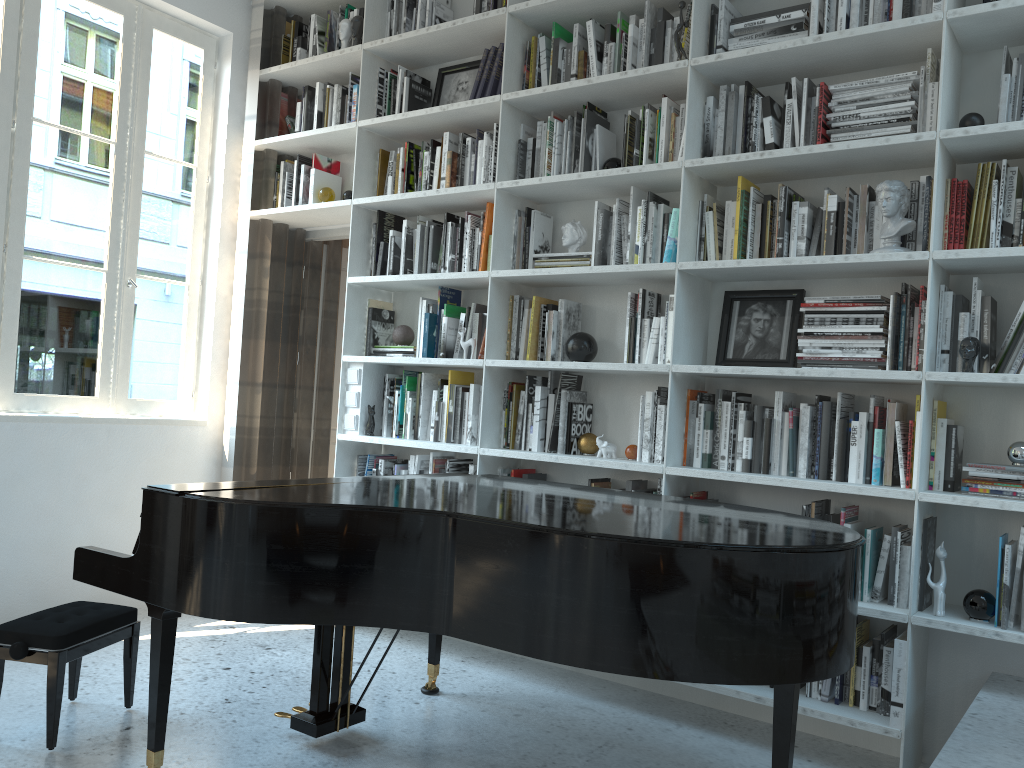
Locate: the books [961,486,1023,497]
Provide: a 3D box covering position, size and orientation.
[{"bbox_3d":[1.530,0.328,2.671,0.285,0.012,0.159,2,-2,40],"label":"books"}]

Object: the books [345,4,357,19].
[{"bbox_3d":[-0.810,-1.756,4.521,0.029,0.314,0.129,3,-1,35],"label":"books"}]

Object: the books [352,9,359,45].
[{"bbox_3d":[-0.729,-1.722,4.452,0.021,0.253,0.179,3,-1,35],"label":"books"}]

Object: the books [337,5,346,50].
[{"bbox_3d":[-0.834,-1.752,4.525,0.014,0.304,0.145,3,-1,35],"label":"books"}]

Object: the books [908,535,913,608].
[{"bbox_3d":[1.298,0.594,2.833,0.025,0.228,0.133,3,-1,35],"label":"books"}]

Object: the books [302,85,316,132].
[{"bbox_3d":[-1.006,-1.382,4.612,0.023,0.282,0.186,3,-1,35],"label":"books"}]

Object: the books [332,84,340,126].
[{"bbox_3d":[-0.840,-1.363,4.499,0.025,0.261,0.167,3,-1,35],"label":"books"}]

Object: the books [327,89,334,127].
[{"bbox_3d":[-0.868,-1.356,4.520,0.021,0.244,0.174,3,-1,35],"label":"books"}]

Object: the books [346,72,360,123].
[{"bbox_3d":[-0.752,-1.380,4.439,0.012,0.303,0.189,3,-1,35],"label":"books"}]

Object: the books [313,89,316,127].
[{"bbox_3d":[-0.972,-1.383,4.615,0.028,0.288,0.132,3,-1,35],"label":"books"}]

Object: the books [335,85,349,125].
[{"bbox_3d":[-0.818,-1.357,4.482,0.030,0.251,0.166,3,-1,35],"label":"books"}]

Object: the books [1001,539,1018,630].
[{"bbox_3d":[1.477,0.592,2.633,0.014,0.246,0.176,3,-1,35],"label":"books"}]

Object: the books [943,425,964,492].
[{"bbox_3d":[1.413,0.237,2.835,0.030,0.210,0.136,3,-1,35],"label":"books"}]

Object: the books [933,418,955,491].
[{"bbox_3d":[1.389,0.227,2.850,0.027,0.229,0.141,3,-1,35],"label":"books"}]

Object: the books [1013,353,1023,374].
[{"bbox_3d":[1.599,-0.134,2.713,0.094,0.238,0.149,3,-1,35],"label":"books"}]

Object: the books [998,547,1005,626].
[{"bbox_3d":[1.476,0.601,2.655,0.012,0.229,0.129,3,-1,35],"label":"books"}]

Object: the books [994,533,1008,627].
[{"bbox_3d":[1.465,0.583,2.653,0.005,0.264,0.162,3,-1,35],"label":"books"}]

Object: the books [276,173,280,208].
[{"bbox_3d":[-1.190,-0.993,4.731,0.013,0.222,0.162,3,-1,35],"label":"books"}]

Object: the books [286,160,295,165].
[{"bbox_3d":[-1.163,-1.031,4.742,0.013,0.303,0.135,3,-1,35],"label":"books"}]

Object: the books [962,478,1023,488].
[{"bbox_3d":[1.528,0.303,2.668,0.285,0.012,0.159,3,-2,38],"label":"books"}]

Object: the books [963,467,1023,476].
[{"bbox_3d":[1.532,0.267,2.670,0.285,0.012,0.159,3,-2,39],"label":"books"}]

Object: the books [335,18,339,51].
[{"bbox_3d":[-0.845,-1.729,4.549,0.030,0.257,0.130,3,-1,35],"label":"books"}]

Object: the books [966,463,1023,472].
[{"bbox_3d":[1.528,0.255,2.665,0.254,0.012,0.161,2,-2,44],"label":"books"}]

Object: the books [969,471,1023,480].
[{"bbox_3d":[1.525,0.279,2.663,0.254,0.012,0.161,3,-2,35],"label":"books"}]

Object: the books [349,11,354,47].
[{"bbox_3d":[-0.754,-1.718,4.458,0.025,0.243,0.167,3,-1,35],"label":"books"}]

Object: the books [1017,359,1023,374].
[{"bbox_3d":[1.607,-0.120,2.718,0.090,0.215,0.139,3,-1,35],"label":"books"}]

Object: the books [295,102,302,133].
[{"bbox_3d":[-1.069,-1.352,4.675,0.034,0.218,0.166,3,-1,35],"label":"books"}]

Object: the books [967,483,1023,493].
[{"bbox_3d":[1.529,0.316,2.669,0.254,0.012,0.161,2,-2,41],"label":"books"}]

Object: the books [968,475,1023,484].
[{"bbox_3d":[1.531,0.292,2.671,0.254,0.012,0.161,2,-2,40],"label":"books"}]

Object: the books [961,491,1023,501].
[{"bbox_3d":[1.526,0.339,2.668,0.285,0.012,0.159,3,-2,38],"label":"books"}]

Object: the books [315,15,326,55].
[{"bbox_3d":[-0.932,-1.736,4.570,0.057,0.262,0.191,3,-1,35],"label":"books"}]

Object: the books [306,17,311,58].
[{"bbox_3d":[-1.008,-1.749,4.645,0.010,0.281,0.160,3,-1,35],"label":"books"}]

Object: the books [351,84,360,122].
[{"bbox_3d":[-0.716,-1.342,4.403,0.029,0.229,0.191,3,-1,35],"label":"books"}]

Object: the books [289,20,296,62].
[{"bbox_3d":[-1.110,-1.756,4.709,0.014,0.286,0.175,3,-1,35],"label":"books"}]

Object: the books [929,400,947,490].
[{"bbox_3d":[1.375,0.198,2.862,0.012,0.285,0.159,3,-1,35],"label":"books"}]

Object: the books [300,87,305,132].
[{"bbox_3d":[-1.047,-1.390,4.664,0.011,0.296,0.162,3,-1,35],"label":"books"}]

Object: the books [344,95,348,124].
[{"bbox_3d":[-0.785,-1.336,4.480,0.028,0.212,0.138,3,-1,35],"label":"books"}]

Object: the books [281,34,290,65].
[{"bbox_3d":[-1.163,-1.725,4.742,0.014,0.219,0.188,3,-1,35],"label":"books"}]

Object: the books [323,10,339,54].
[{"bbox_3d":[-0.884,-1.744,4.555,0.039,0.282,0.181,3,-1,35],"label":"books"}]

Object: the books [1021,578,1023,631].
[{"bbox_3d":[1.523,0.617,2.620,0.013,0.202,0.139,3,-1,35],"label":"books"}]

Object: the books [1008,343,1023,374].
[{"bbox_3d":[1.586,-0.120,2.723,0.090,0.212,0.143,3,-1,35],"label":"books"}]

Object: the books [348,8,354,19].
[{"bbox_3d":[-0.777,-1.735,4.492,0.013,0.275,0.158,3,-1,35],"label":"books"}]

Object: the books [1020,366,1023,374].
[{"bbox_3d":[1.610,-0.114,2.702,0.091,0.205,0.169,3,-1,35],"label":"books"}]

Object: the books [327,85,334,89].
[{"bbox_3d":[-0.890,-1.369,4.537,0.013,0.268,0.162,3,-1,35],"label":"books"}]

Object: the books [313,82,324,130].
[{"bbox_3d":[-0.940,-1.381,4.559,0.021,0.286,0.179,3,-1,35],"label":"books"}]

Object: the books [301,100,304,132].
[{"bbox_3d":[-1.024,-1.355,4.628,0.022,0.228,0.171,3,-1,35],"label":"books"}]

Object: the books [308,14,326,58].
[{"bbox_3d":[-0.973,-1.748,4.619,0.028,0.283,0.189,3,-1,35],"label":"books"}]

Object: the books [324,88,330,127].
[{"bbox_3d":[-0.881,-1.359,4.529,0.012,0.249,0.192,3,-1,35],"label":"books"}]

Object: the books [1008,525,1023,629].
[{"bbox_3d":[1.509,0.567,2.635,0.032,0.300,0.149,3,-1,35],"label":"books"}]

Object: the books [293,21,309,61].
[{"bbox_3d":[-1.076,-1.746,4.681,0.025,0.269,0.177,3,-1,35],"label":"books"}]

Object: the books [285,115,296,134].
[{"bbox_3d":[-1.128,-1.334,4.728,0.121,0.176,0.129,3,-1,35],"label":"books"}]

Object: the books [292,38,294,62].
[{"bbox_3d":[-1.095,-1.710,4.699,0.024,0.195,0.167,3,-1,35],"label":"books"}]

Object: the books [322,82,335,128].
[{"bbox_3d":[-0.905,-1.381,4.559,0.037,0.292,0.155,3,-1,35],"label":"books"}]

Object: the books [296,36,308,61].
[{"bbox_3d":[-1.056,-1.704,4.666,0.028,0.186,0.182,3,-1,35],"label":"books"}]

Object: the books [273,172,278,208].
[{"bbox_3d":[-1.201,-0.997,4.738,0.013,0.228,0.179,3,-1,35],"label":"books"}]

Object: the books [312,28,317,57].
[{"bbox_3d":[-0.958,-1.709,4.594,0.030,0.206,0.175,3,-1,35],"label":"books"}]

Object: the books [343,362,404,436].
[{"bbox_3d":[-0.662,0.075,4.254,0.106,0.340,0.307,3,-1,35],"label":"books"}]

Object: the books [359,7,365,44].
[{"bbox_3d":[-0.711,-1.724,4.435,0.027,0.259,0.147,3,-1,35],"label":"books"}]

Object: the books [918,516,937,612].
[{"bbox_3d":[1.318,0.567,2.811,0.012,0.285,0.159,3,-1,35],"label":"books"}]

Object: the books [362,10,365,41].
[{"bbox_3d":[-0.686,-1.739,4.434,0.013,0.292,0.154,3,-1,35],"label":"books"}]
